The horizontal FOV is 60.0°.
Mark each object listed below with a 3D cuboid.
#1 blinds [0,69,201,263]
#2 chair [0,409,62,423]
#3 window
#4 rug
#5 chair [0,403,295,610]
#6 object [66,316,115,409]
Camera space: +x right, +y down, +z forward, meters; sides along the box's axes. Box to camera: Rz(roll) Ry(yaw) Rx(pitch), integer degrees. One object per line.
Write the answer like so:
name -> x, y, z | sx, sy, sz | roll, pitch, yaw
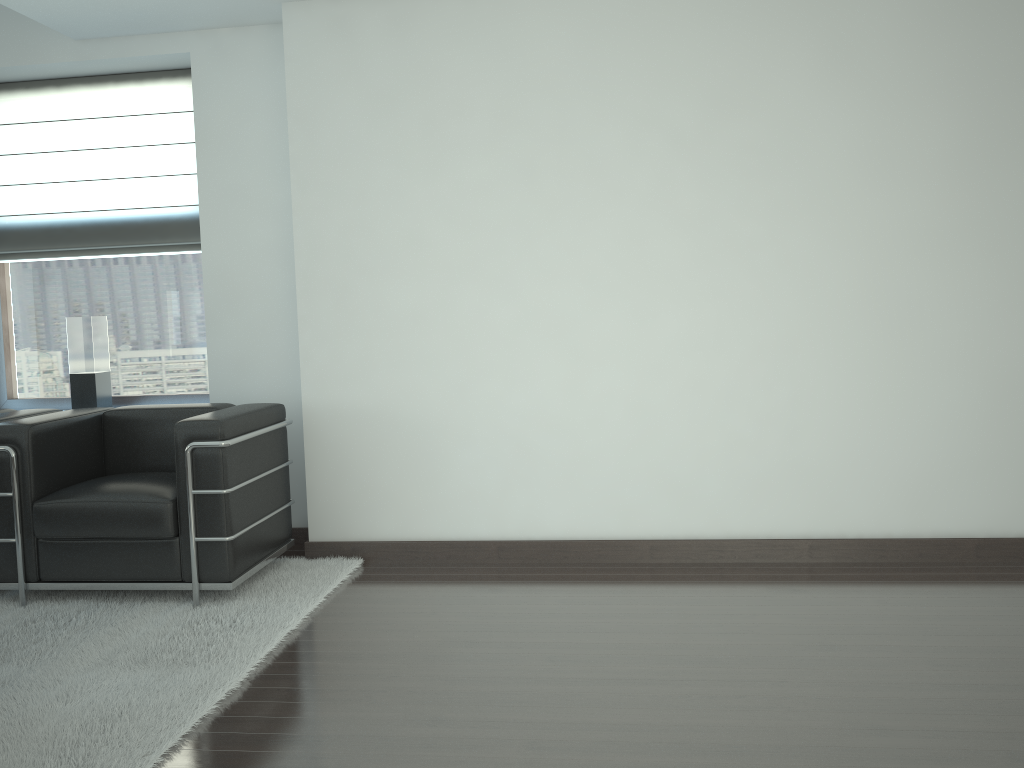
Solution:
blinds -> -3.408, -1.769, 7.203 | 2.123, 1.474, 0.223 | -2, 3, 7
chair -> -4.080, 0.809, 6.090 | 1.645, 1.168, 1.126 | -2, 4, 7
window -> -3.365, -1.158, 7.402 | 2.132, 2.727, 0.146 | -2, 3, 7
rug -> -3.997, 1.571, 3.540 | 5.167, 0.110, 6.266 | -2, 5, 7
chair -> -2.411, 0.763, 5.870 | 1.645, 1.168, 1.126 | -2, 4, 7
object -> -3.407, -0.155, 7.149 | 0.243, 0.775, 0.239 | -2, 3, 7
